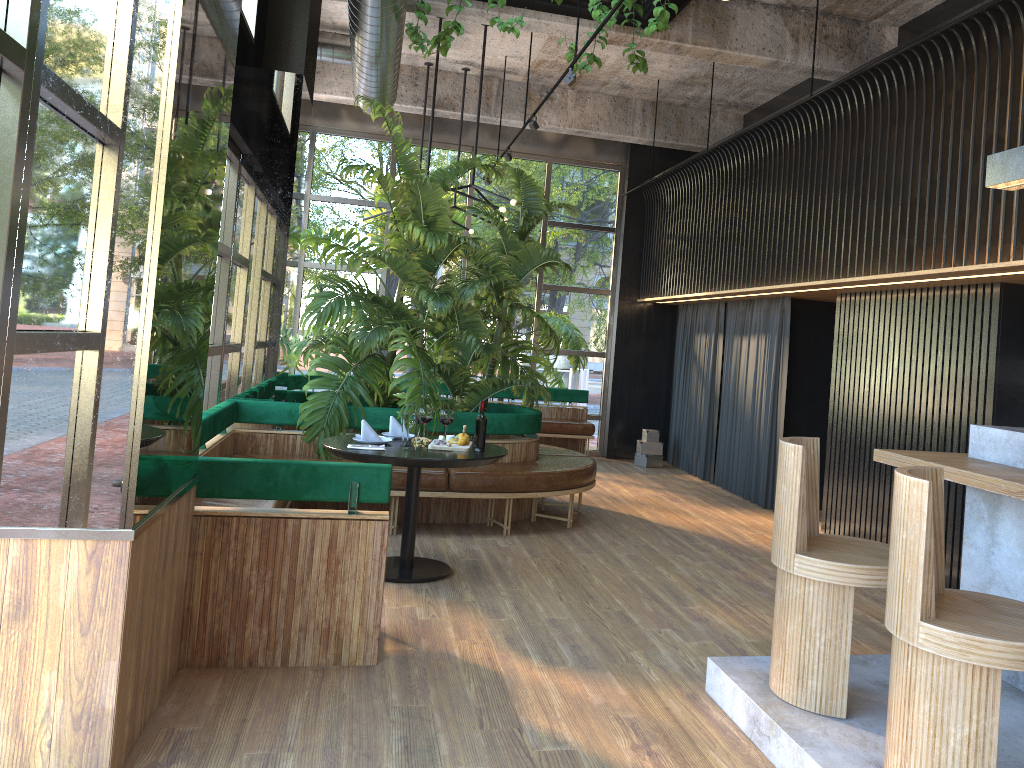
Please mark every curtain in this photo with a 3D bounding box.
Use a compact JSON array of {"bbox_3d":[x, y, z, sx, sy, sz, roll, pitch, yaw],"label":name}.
[{"bbox_3d":[2.299,0.070,9.836,0.124,2.059,3.213,5,1,-9],"label":"curtain"}]

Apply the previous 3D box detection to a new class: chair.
[{"bbox_3d":[1.292,0.726,3.477,0.549,0.970,0.544,5,-1,-1],"label":"chair"},{"bbox_3d":[1.416,0.776,2.692,0.570,0.970,0.523,5,-1,-36],"label":"chair"}]

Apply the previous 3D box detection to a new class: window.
[{"bbox_3d":[0.893,-1.815,1.311,4.222,6.493,19.980,5,2,-9],"label":"window"}]

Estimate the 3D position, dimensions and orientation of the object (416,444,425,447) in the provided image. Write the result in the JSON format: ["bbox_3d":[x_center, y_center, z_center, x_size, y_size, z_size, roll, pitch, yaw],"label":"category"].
[{"bbox_3d":[-0.545,0.366,5.289,0.063,0.013,0.145,4,3,-15],"label":"object"}]

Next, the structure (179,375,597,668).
[{"bbox_3d":[1.795,0.727,1.503,6.150,1.548,19.738,4,3,-10],"label":"structure"}]

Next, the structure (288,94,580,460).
[{"bbox_3d":[-0.702,-0.674,7.669,2.517,3.440,2.575,5,0,-27],"label":"structure"}]

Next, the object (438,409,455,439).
[{"bbox_3d":[-0.418,0.265,5.608,0.106,0.201,0.099,5,-1,-22],"label":"object"}]

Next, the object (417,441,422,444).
[{"bbox_3d":[-0.565,0.356,5.388,0.033,0.019,0.037,4,2,1],"label":"object"}]

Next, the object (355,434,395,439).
[{"bbox_3d":[-0.871,0.324,5.545,0.244,0.019,0.164,7,4,38],"label":"object"}]

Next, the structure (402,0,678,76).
[{"bbox_3d":[0.352,-2.965,6.497,2.121,1.518,1.445,5,0,17],"label":"structure"}]

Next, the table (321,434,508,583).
[{"bbox_3d":[-0.603,0.743,5.315,1.149,0.751,1.051,3,2,-43],"label":"table"}]

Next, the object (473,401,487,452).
[{"bbox_3d":[-0.185,0.250,5.295,0.068,0.299,0.068,4,-2,5],"label":"object"}]

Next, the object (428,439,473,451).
[{"bbox_3d":[-0.370,0.371,5.387,0.240,0.019,0.352,4,3,-1],"label":"object"}]

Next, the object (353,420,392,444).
[{"bbox_3d":[-0.828,0.285,5.305,0.241,0.139,0.224,4,2,-28],"label":"object"}]

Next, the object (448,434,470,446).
[{"bbox_3d":[-0.319,0.332,5.395,0.099,0.064,0.162,3,3,-41],"label":"object"}]

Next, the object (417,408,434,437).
[{"bbox_3d":[-0.553,0.254,5.617,0.106,0.201,0.099,5,-1,-22],"label":"object"}]

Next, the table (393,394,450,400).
[{"bbox_3d":[-1.215,0.497,9.141,1.144,0.751,1.056,4,2,-31],"label":"table"}]

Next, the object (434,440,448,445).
[{"bbox_3d":[-0.424,0.351,5.370,0.103,0.013,0.218,4,3,-6],"label":"object"}]

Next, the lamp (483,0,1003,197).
[{"bbox_3d":[0.536,-2.514,5.802,3.869,1.531,9.831,4,3,-13],"label":"lamp"}]

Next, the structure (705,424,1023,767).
[{"bbox_3d":[4.310,0.841,1.227,5.961,1.730,6.992,4,3,-11],"label":"structure"}]

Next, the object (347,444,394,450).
[{"bbox_3d":[-0.804,0.356,5.051,0.260,0.019,0.154,4,3,-12],"label":"object"}]

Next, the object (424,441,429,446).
[{"bbox_3d":[-0.515,0.357,5.337,0.032,0.031,0.039,5,1,14],"label":"object"}]

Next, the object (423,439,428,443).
[{"bbox_3d":[-0.528,0.350,5.425,0.033,0.032,0.036,4,1,-13],"label":"object"}]

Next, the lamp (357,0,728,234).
[{"bbox_3d":[2.181,-2.024,1.877,5.187,1.822,18.550,4,3,-10],"label":"lamp"}]

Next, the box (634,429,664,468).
[{"bbox_3d":[1.684,0.783,10.858,0.342,0.442,0.271,5,-1,-23],"label":"box"}]

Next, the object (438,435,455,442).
[{"bbox_3d":[-0.364,0.338,5.487,0.196,0.038,0.063,5,2,22],"label":"object"}]

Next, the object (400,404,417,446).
[{"bbox_3d":[-0.614,0.245,5.257,0.096,0.245,0.089,5,-2,-29],"label":"object"}]

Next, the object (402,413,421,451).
[{"bbox_3d":[-0.582,0.275,5.095,0.102,0.209,0.108,4,-1,23],"label":"object"}]

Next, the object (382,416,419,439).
[{"bbox_3d":[-0.708,0.276,5.661,0.241,0.139,0.224,4,2,-28],"label":"object"}]

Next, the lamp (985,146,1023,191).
[{"bbox_3d":[4.109,-1.703,1.366,5.103,2.132,6.579,4,3,-17],"label":"lamp"}]

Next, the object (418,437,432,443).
[{"bbox_3d":[-0.543,0.348,5.486,0.099,0.028,0.127,5,3,4],"label":"object"}]

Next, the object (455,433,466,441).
[{"bbox_3d":[-0.322,0.338,5.595,0.059,0.072,0.205,4,2,-20],"label":"object"}]

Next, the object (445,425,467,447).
[{"bbox_3d":[-0.330,0.307,5.301,0.145,0.124,0.096,4,0,-31],"label":"object"}]
